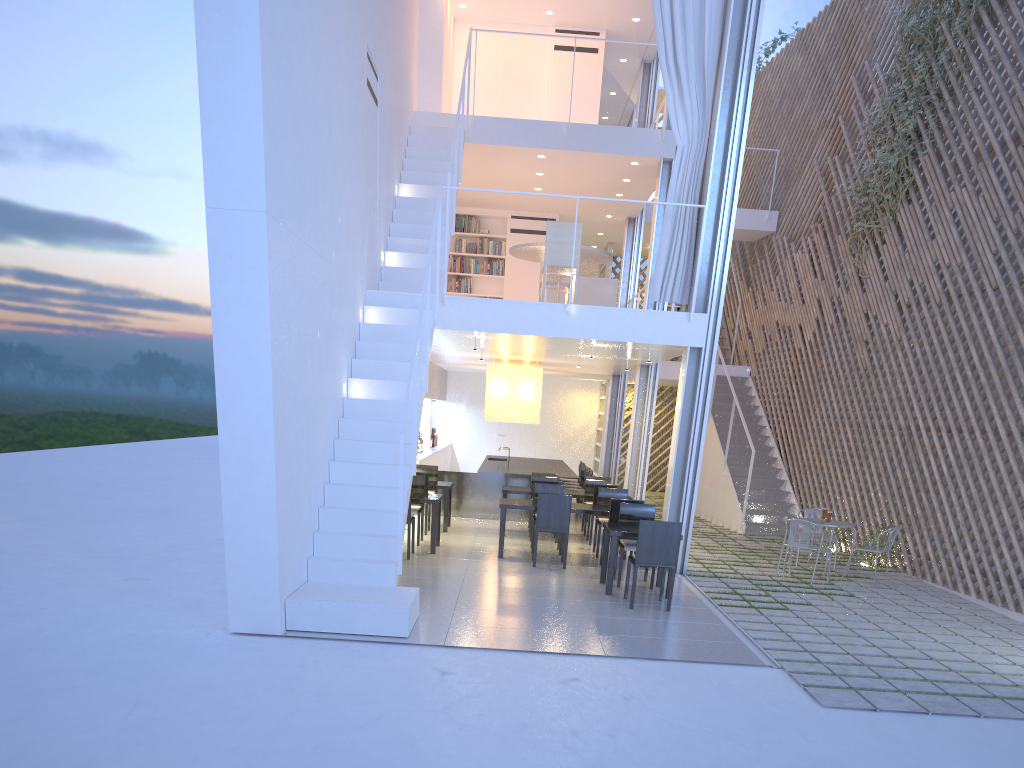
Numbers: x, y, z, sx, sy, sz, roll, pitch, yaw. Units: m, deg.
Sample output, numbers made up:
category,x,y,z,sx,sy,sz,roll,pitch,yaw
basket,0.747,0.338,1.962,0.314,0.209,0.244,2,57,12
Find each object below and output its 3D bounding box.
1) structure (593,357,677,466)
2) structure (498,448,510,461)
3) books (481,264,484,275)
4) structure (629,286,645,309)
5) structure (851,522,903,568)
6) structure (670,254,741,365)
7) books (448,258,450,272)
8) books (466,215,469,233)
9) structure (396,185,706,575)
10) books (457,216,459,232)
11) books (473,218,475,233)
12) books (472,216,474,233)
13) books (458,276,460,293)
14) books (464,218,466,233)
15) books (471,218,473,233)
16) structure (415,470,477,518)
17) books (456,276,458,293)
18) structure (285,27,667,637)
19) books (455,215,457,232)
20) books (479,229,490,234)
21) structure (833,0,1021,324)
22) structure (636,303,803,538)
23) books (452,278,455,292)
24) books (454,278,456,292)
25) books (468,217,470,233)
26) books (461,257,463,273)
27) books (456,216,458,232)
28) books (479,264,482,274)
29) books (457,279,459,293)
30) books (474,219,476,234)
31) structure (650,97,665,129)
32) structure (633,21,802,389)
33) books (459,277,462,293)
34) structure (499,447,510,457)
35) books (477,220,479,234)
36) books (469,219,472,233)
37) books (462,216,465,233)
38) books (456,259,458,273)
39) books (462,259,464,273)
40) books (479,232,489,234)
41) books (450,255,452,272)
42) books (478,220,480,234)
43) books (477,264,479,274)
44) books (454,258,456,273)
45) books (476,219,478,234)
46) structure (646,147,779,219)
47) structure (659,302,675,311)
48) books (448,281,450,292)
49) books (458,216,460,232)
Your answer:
category,x,y,z,sx,sy,sz,roll,pitch,yaw
structure,1.527,0.304,9.960,1.146,2.153,0.262,3,18,-1
structure,-0.078,0.690,8.041,0.113,0.134,0.031,3,17,-1
books,-0.278,-1.079,7.803,0.021,0.106,0.057,3,13,0
structure,1.087,-0.518,7.004,0.028,0.588,1.600,3,1,0
structure,2.494,1.096,5.604,0.296,0.348,0.292,1,10,-15
structure,2.005,-1.127,8.768,0.538,2.029,1.150,2,13,-6
books,-0.592,-1.115,7.781,0.015,0.136,0.081,3,12,0
books,-0.418,-1.479,7.665,0.015,0.164,0.080,3,14,0
structure,0.253,-0.057,3.827,1.367,1.928,1.326,4,11,0
books,-0.502,-1.480,7.667,0.025,0.156,0.076,3,14,0
books,-0.354,-1.465,7.666,0.008,0.145,0.087,3,12,0
books,-0.363,-1.471,7.666,0.009,0.157,0.082,3,13,0
books,-0.502,-0.943,7.839,0.011,0.165,0.075,3,14,0
books,-0.434,-1.467,7.669,0.015,0.136,0.081,3,12,0
books,-0.371,-1.464,7.666,0.005,0.138,0.087,3,12,0
structure,-0.565,0.879,6.598,0.557,0.400,0.011,4,18,-1
books,-0.523,-0.944,7.836,0.015,0.164,0.080,3,14,0
structure,0.109,-0.664,4.319,1.732,3.559,3.393,4,8,0
books,-0.520,-1.481,7.666,0.025,0.156,0.076,3,14,0
books,-0.256,-1.423,7.687,0.094,0.022,0.059,4,1,5
structure,2.790,-1.872,5.303,0.744,2.929,2.169,1,11,-8
structure,1.803,0.262,7.366,1.187,2.109,1.811,2,10,-7
books,-0.557,-0.932,7.838,0.021,0.133,0.084,3,12,0
books,-0.539,-0.932,7.839,0.015,0.136,0.081,3,12,0
books,-0.398,-1.471,7.667,0.010,0.152,0.081,3,13,0
books,-0.474,-1.116,7.781,0.011,0.156,0.079,3,14,0
books,-0.511,-1.481,7.666,0.025,0.156,0.076,3,14,0
books,-0.299,-1.081,7.803,0.021,0.106,0.057,3,13,0
books,-0.513,-0.927,7.845,0.006,0.129,0.074,3,13,0
books,-0.342,-1.459,7.669,0.015,0.133,0.085,3,12,0
structure,1.171,-1.933,6.548,0.028,0.588,1.600,3,1,0
structure,2.160,-1.362,10.216,1.119,4.869,3.030,3,12,-2
books,-0.489,-0.936,7.842,0.015,0.153,0.072,3,14,0
structure,-0.078,0.701,8.360,0.113,0.134,0.031,3,17,-1
books,-0.316,-1.456,7.671,0.006,0.130,0.082,3,12,0
books,-0.384,-1.460,7.672,0.018,0.130,0.078,3,12,0
books,-0.454,-1.477,7.670,0.027,0.154,0.072,3,14,0
books,-0.518,-1.107,7.785,0.018,0.130,0.078,3,12,0
books,-0.462,-1.105,7.782,0.015,0.133,0.085,3,12,0
books,-0.260,-1.401,7.698,0.094,0.022,0.059,4,1,-1
books,-0.576,-1.127,7.777,0.015,0.164,0.080,3,14,0
books,-0.309,-1.459,7.679,0.006,0.139,0.065,3,14,0
books,-0.320,-1.082,7.803,0.021,0.106,0.057,3,13,0
books,-0.537,-1.113,7.790,0.021,0.141,0.064,3,14,0
books,-0.326,-1.460,7.668,0.015,0.138,0.087,3,12,0
structure,1.819,-1.856,7.505,1.141,0.615,0.024,4,18,-1
structure,1.083,-0.574,5.265,0.028,0.588,1.598,3,1,0
books,-0.600,-0.922,7.855,0.021,0.106,0.057,3,13,0
books,-0.493,-1.480,7.667,0.025,0.156,0.076,3,14,0
